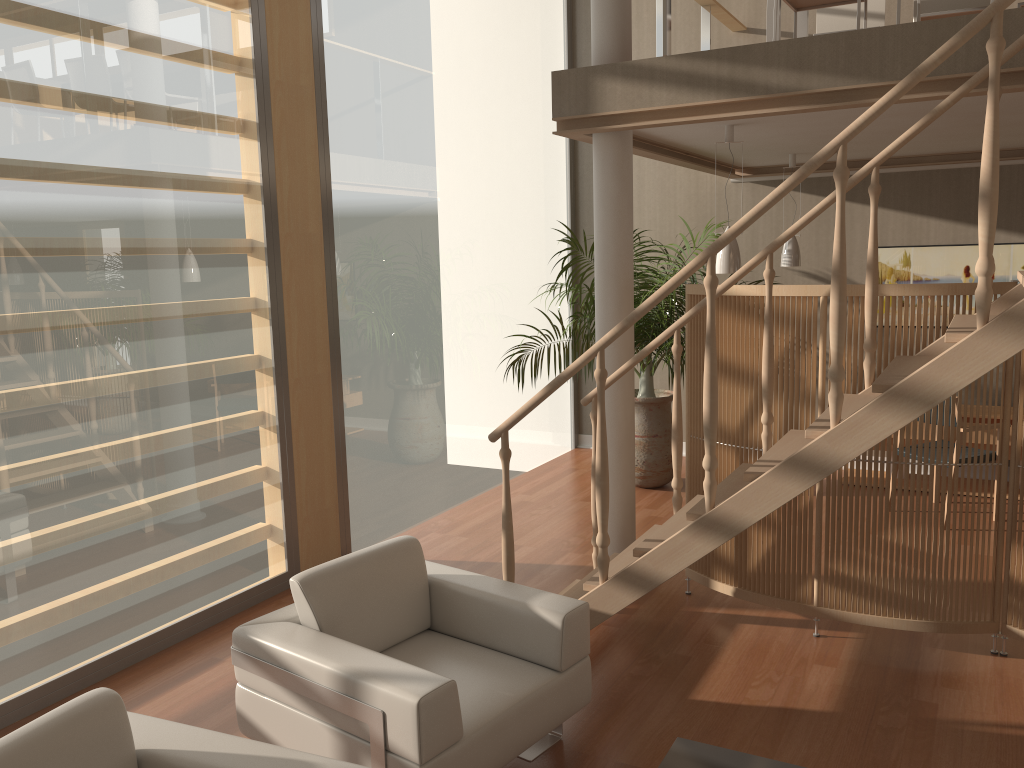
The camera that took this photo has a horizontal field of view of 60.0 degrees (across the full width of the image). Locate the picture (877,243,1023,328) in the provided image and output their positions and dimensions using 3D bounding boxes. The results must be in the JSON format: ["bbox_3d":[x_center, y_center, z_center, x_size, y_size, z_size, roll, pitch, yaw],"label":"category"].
[{"bbox_3d":[3.408,-0.741,6.733,1.317,0.633,0.010,3,9,28],"label":"picture"}]

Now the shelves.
[{"bbox_3d":[3.275,0.492,6.502,1.600,0.590,0.658,3,9,28],"label":"shelves"}]

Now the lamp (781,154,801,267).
[{"bbox_3d":[2.022,-1.253,6.411,0.139,0.800,0.139,-1,8,3],"label":"lamp"}]

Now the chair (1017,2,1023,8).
[{"bbox_3d":[3.169,-2.130,5.105,0.430,0.796,0.496,5,10,38],"label":"chair"}]

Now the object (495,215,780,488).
[{"bbox_3d":[1.012,-0.133,6.878,2.109,2.304,2.157,2,9,21],"label":"object"}]

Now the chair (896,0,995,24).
[{"bbox_3d":[2.212,-2.012,4.458,0.430,0.796,0.496,4,10,33],"label":"chair"}]

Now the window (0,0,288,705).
[{"bbox_3d":[-1.796,-0.346,3.825,0.020,3.100,2.095,3,9,28],"label":"window"}]

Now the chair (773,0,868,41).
[{"bbox_3d":[1.669,-2.039,4.754,0.430,0.796,0.496,3,9,28],"label":"chair"}]

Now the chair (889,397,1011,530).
[{"bbox_3d":[2.890,0.461,5.920,0.509,0.856,0.582,-5,9,-21],"label":"chair"}]

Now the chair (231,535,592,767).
[{"bbox_3d":[-0.336,1.006,3.134,0.905,0.740,0.900,5,10,38],"label":"chair"}]

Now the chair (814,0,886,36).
[{"bbox_3d":[2.185,-2.198,5.768,0.430,0.796,0.496,2,9,23],"label":"chair"}]

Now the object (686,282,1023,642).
[{"bbox_3d":[1.780,0.330,3.920,2.229,1.542,0.233,4,10,33],"label":"object"}]

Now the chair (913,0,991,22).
[{"bbox_3d":[2.663,-2.154,5.366,0.430,0.796,0.496,2,9,23],"label":"chair"}]

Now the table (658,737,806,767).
[{"bbox_3d":[0.534,1.350,2.084,0.700,0.293,1.260,3,9,28],"label":"table"}]

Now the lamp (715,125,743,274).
[{"bbox_3d":[1.194,-1.012,4.880,0.139,0.800,0.139,6,11,42],"label":"lamp"}]

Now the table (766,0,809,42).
[{"bbox_3d":[2.455,-2.068,5.017,1.800,0.740,0.900,3,9,28],"label":"table"}]

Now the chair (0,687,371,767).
[{"bbox_3d":[-0.882,1.188,1.967,0.905,0.740,0.900,2,9,23],"label":"chair"}]

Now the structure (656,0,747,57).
[{"bbox_3d":[2.454,-2.152,5.040,3.300,0.900,3.475,3,9,28],"label":"structure"}]

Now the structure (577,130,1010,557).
[{"bbox_3d":[3.388,0.144,2.105,10.775,2.533,8.342,3,9,28],"label":"structure"}]

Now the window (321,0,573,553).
[{"bbox_3d":[-0.283,-1.538,6.580,0.020,5.200,3.340,3,9,28],"label":"window"}]

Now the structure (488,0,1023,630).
[{"bbox_3d":[1.470,-0.485,3.186,3.150,3.578,1.000,3,9,28],"label":"structure"}]

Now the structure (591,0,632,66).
[{"bbox_3d":[0.469,-2.747,4.282,0.200,2.400,0.200,3,9,28],"label":"structure"}]
